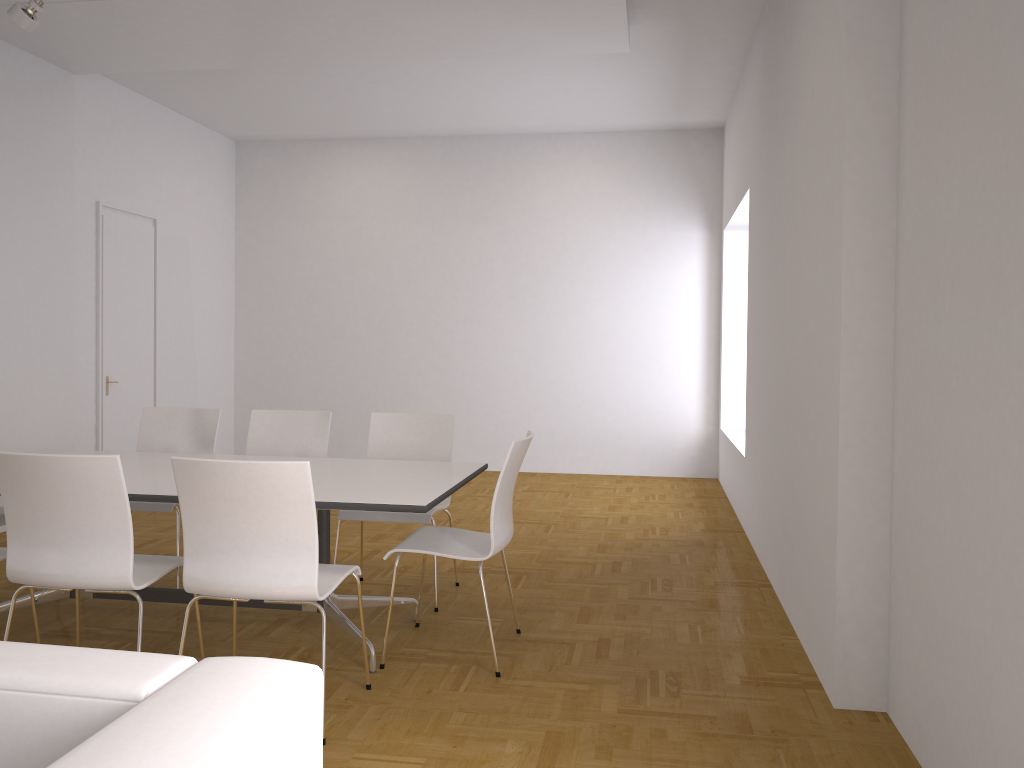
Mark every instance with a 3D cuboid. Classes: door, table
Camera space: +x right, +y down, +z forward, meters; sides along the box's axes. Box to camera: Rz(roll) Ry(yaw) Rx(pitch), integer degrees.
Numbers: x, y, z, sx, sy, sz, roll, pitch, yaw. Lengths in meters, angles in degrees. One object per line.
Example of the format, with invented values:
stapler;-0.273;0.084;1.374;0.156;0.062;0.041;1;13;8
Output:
door;-3.345;-0.287;7.714;0.132;2.452;0.872;1;1;9
table;-1.407;0.754;3.986;2.411;0.722;1.211;1;2;9

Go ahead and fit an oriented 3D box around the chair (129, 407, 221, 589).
chair;-1.934;0.612;4.855;0.561;0.931;0.575;1;2;9

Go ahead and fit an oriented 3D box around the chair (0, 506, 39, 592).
chair;-2.658;0.626;4.164;0.575;0.931;0.561;1;2;9

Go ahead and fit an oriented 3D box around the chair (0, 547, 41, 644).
chair;-2.191;0.673;3.319;0.561;0.931;0.575;1;2;9

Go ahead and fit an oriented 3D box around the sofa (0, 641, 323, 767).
sofa;-1.623;0.800;1.065;2.623;0.848;0.823;1;2;9

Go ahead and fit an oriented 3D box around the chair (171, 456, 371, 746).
chair;-0.846;0.697;3.106;0.561;0.931;0.575;1;2;9

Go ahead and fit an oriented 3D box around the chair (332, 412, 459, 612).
chair;-0.589;0.636;4.642;0.561;0.931;0.575;1;2;9

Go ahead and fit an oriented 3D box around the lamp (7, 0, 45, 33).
lamp;-2.620;-2.076;4.768;0.167;0.364;0.173;0;2;-38

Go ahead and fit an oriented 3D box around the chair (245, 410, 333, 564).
chair;-1.281;0.624;4.752;0.561;0.931;0.575;1;2;9

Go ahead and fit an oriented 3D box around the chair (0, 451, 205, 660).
chair;-1.498;0.685;3.210;0.561;0.931;0.575;1;2;9

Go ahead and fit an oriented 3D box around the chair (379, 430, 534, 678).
chair;-0.202;0.676;3.776;0.575;0.931;0.561;1;2;9
